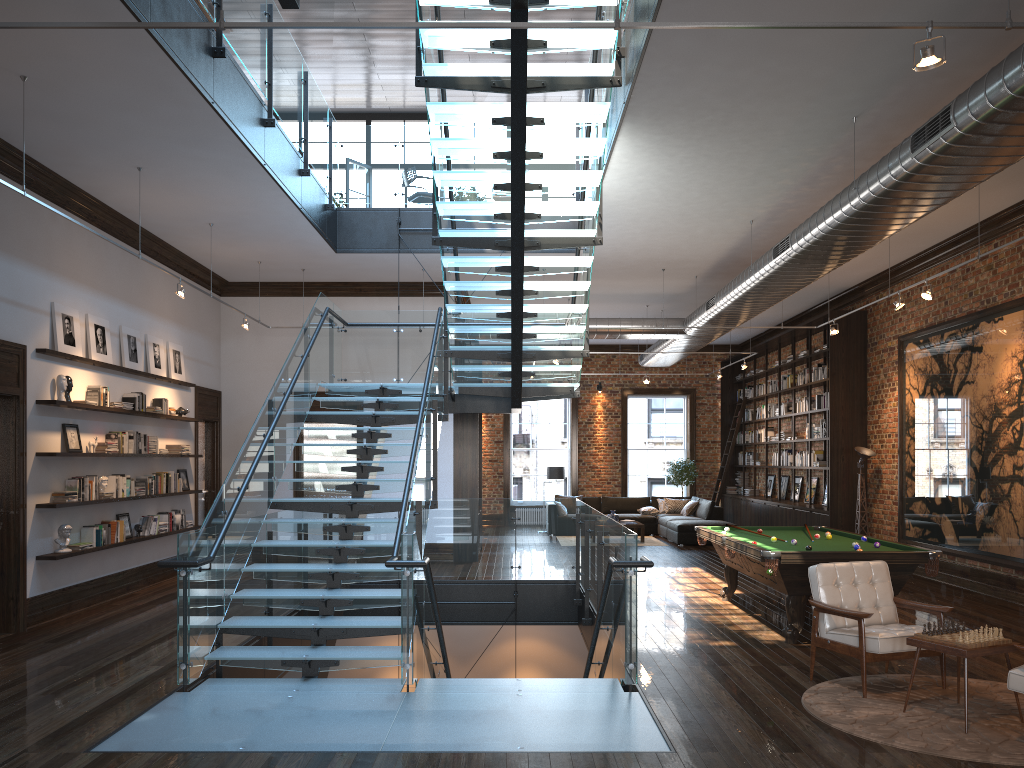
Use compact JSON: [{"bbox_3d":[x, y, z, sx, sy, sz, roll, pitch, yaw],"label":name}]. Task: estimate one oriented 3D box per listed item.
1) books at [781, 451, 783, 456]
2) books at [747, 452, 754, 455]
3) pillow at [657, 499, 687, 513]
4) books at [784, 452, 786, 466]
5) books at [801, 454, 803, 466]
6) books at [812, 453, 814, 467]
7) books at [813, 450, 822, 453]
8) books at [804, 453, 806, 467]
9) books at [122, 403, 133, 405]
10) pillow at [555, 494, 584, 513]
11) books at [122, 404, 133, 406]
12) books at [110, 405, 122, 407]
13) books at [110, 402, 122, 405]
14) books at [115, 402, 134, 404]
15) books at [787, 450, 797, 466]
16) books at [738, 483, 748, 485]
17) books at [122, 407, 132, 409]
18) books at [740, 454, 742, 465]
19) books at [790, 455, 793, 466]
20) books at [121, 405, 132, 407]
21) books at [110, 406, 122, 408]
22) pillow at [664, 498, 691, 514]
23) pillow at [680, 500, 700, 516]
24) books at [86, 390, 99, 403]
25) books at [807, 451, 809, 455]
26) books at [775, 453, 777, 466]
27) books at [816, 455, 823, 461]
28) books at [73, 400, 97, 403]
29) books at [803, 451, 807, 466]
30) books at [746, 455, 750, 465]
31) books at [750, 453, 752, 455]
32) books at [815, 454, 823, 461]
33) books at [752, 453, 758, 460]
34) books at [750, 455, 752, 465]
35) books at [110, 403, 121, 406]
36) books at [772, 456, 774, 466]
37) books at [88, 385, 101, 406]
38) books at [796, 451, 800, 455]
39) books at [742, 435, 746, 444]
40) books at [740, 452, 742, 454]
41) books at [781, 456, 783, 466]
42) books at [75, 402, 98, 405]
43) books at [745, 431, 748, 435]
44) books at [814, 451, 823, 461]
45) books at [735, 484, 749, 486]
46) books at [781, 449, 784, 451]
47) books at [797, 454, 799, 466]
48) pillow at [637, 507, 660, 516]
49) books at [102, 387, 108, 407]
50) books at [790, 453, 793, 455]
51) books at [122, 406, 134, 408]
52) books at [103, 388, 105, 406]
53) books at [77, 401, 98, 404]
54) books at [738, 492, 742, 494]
[{"bbox_3d":[5.571,1.517,18.139,0.170,0.311,0.039,0,0,0],"label":"books"},{"bbox_3d":[5.560,1.740,20.675,0.165,0.303,0.013,0,0,0],"label":"books"},{"bbox_3d":[3.553,2.707,19.584,0.703,0.338,0.270,0,-2,1],"label":"pillow"},{"bbox_3d":[5.561,1.499,17.801,0.184,0.288,0.016,0,0,0],"label":"books"},{"bbox_3d":[5.559,1.442,16.785,0.165,0.238,0.034,0,0,0],"label":"books"},{"bbox_3d":[5.551,1.384,16.159,0.176,0.246,0.039,0,0,0],"label":"books"},{"bbox_3d":[5.577,1.359,16.185,0.149,0.300,0.013,0,0,0],"label":"books"},{"bbox_3d":[5.559,1.421,16.585,0.191,0.245,0.031,0,0,0],"label":"books"},{"bbox_3d":[-4.542,0.233,10.317,0.141,0.011,0.286,0,-5,-1],"label":"books"},{"bbox_3d":[1.242,2.664,19.622,0.700,0.439,0.305,0,-2,0],"label":"pillow"},{"bbox_3d":[-4.540,0.244,10.317,0.142,0.011,0.256,0,-5,2],"label":"books"},{"bbox_3d":[-4.533,0.249,10.045,0.159,0.014,0.184,0,-5,0],"label":"books"},{"bbox_3d":[-4.538,0.221,10.039,0.152,0.013,0.196,0,-5,0],"label":"books"},{"bbox_3d":[-4.534,0.222,10.317,0.142,0.011,0.258,0,-5,4],"label":"books"},{"bbox_3d":[5.553,1.468,17.606,0.186,0.317,0.015,0,0,0],"label":"books"},{"bbox_3d":[5.546,2.394,21.276,0.183,0.034,0.271,0,-5,5],"label":"books"},{"bbox_3d":[-4.542,0.276,10.317,0.142,0.011,0.255,0,-5,1],"label":"books"},{"bbox_3d":[5.562,1.809,21.254,0.177,0.266,0.026,0,0,0],"label":"books"},{"bbox_3d":[5.559,1.504,17.440,0.191,0.218,0.033,0,0,0],"label":"books"},{"bbox_3d":[-4.538,0.254,10.317,0.142,0.011,0.257,0,-5,-3],"label":"books"},{"bbox_3d":[-4.536,0.263,10.031,0.156,0.015,0.211,0,-5,0],"label":"books"},{"bbox_3d":[3.627,2.665,19.405,0.611,0.361,0.288,0,-2,4],"label":"pillow"},{"bbox_3d":[3.796,2.659,18.938,0.314,0.354,0.631,0,-4,0],"label":"pillow"},{"bbox_3d":[-4.544,0.153,9.604,0.128,0.175,0.050,0,0,0],"label":"books"},{"bbox_3d":[5.563,1.385,16.464,0.177,0.296,0.014,0,0,0],"label":"books"},{"bbox_3d":[5.552,1.562,18.371,0.189,0.260,0.027,0,0,0],"label":"books"},{"bbox_3d":[5.580,1.394,16.065,0.136,0.210,0.036,0,0,0],"label":"books"},{"bbox_3d":[-4.540,0.189,9.431,0.142,0.011,0.256,0,-5,-2],"label":"books"},{"bbox_3d":[5.569,1.408,16.709,0.152,0.291,0.031,0,0,0],"label":"books"},{"bbox_3d":[5.542,1.765,20.553,0.212,0.233,0.019,0,0,0],"label":"books"},{"bbox_3d":[5.581,1.737,20.527,0.159,0.285,0.014,0,0,0],"label":"books"},{"bbox_3d":[5.578,1.388,16.099,0.141,0.229,0.032,0,0,0],"label":"books"},{"bbox_3d":[5.579,1.723,20.347,0.129,0.282,0.030,0,0,0],"label":"books"},{"bbox_3d":[5.570,1.753,20.406,0.164,0.231,0.026,0,0,0],"label":"books"},{"bbox_3d":[-4.537,0.234,10.029,0.125,0.014,0.214,0,-5,0],"label":"books"},{"bbox_3d":[5.566,1.617,18.660,0.178,0.205,0.068,0,0,0],"label":"books"},{"bbox_3d":[-4.536,0.130,9.636,0.142,0.228,0.014,0,0,0],"label":"books"},{"bbox_3d":[5.573,1.455,17.254,0.132,0.291,0.016,0,0,0],"label":"books"},{"bbox_3d":[5.543,1.310,20.993,0.187,0.211,0.035,0,0,0],"label":"books"},{"bbox_3d":[5.573,1.789,21.337,0.157,0.318,0.013,0,0,0],"label":"books"},{"bbox_3d":[5.558,1.560,18.038,0.174,0.206,0.031,0,0,0],"label":"books"},{"bbox_3d":[-4.538,0.210,9.431,0.141,0.011,0.288,0,-5,-3],"label":"books"},{"bbox_3d":[5.557,1.268,21.018,0.179,0.299,0.015,0,0,0],"label":"books"},{"bbox_3d":[5.578,1.361,16.122,0.159,0.285,0.014,0,0,0],"label":"books"},{"bbox_3d":[5.525,2.421,21.276,0.250,0.020,0.318,0,-5,0],"label":"books"},{"bbox_3d":[5.570,1.506,18.165,0.144,0.337,0.013,0,0,0],"label":"books"},{"bbox_3d":[5.557,1.465,17.038,0.167,0.234,0.032,0,0,0],"label":"books"},{"bbox_3d":[2.977,2.785,19.375,0.409,0.203,0.612,0,-4,-2],"label":"pillow"},{"bbox_3d":[-4.515,0.143,9.716,0.164,0.216,0.012,0,0,0],"label":"books"},{"bbox_3d":[5.565,1.486,17.464,0.176,0.256,0.014,0,0,0],"label":"books"},{"bbox_3d":[-4.538,0.265,10.317,0.141,0.011,0.288,0,-5,3],"label":"books"},{"bbox_3d":[-4.522,0.148,9.667,0.163,0.198,0.029,0,0,0],"label":"books"},{"bbox_3d":[-4.540,0.200,9.431,0.142,0.011,0.256,0,-5,2],"label":"books"},{"bbox_3d":[5.545,2.619,21.276,0.198,0.035,0.218,0,-5,3],"label":"books"}]
